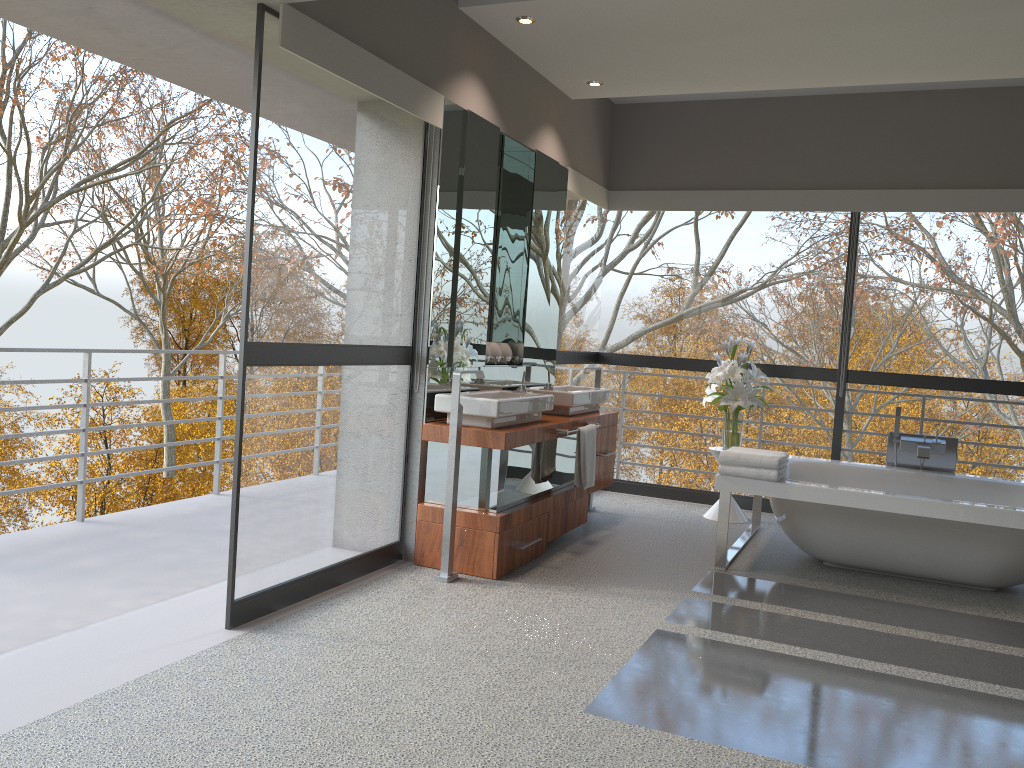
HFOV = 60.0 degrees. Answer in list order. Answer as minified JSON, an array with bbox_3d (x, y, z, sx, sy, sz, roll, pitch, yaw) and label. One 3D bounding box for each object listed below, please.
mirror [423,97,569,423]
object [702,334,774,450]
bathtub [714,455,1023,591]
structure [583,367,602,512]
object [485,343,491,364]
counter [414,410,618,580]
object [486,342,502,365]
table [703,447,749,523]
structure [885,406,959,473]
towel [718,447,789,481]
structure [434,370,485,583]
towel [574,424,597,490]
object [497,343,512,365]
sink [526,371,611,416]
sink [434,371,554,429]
[{"bbox_3d":[-0.125,-0.633,5.253,0.253,1.617,1.790,5,3,23],"label":"mirror"},{"bbox_3d":[1.524,0.058,6.107,0.459,0.795,0.450,2,4,-39],"label":"object"},{"bbox_3d":[2.222,0.794,4.942,1.959,0.504,1.328,5,3,23],"label":"bathtub"},{"bbox_3d":[0.519,0.381,6.010,0.069,0.988,0.303,5,3,23],"label":"structure"},{"bbox_3d":[-0.189,-0.179,5.153,0.136,0.130,0.136,2,3,-24],"label":"object"},{"bbox_3d":[0.146,0.545,5.129,0.525,0.704,1.848,5,3,23],"label":"counter"},{"bbox_3d":[-0.128,-0.183,5.294,0.136,0.130,0.136,2,3,-24],"label":"object"},{"bbox_3d":[1.497,0.694,6.136,0.307,0.478,0.308,4,3,7],"label":"table"},{"bbox_3d":[2.515,0.598,5.471,0.402,0.884,0.330,5,3,23],"label":"structure"},{"bbox_3d":[1.300,0.433,4.753,0.322,0.145,0.305,5,3,26],"label":"towel"},{"bbox_3d":[-0.241,0.428,4.259,0.069,0.988,0.303,5,3,23],"label":"structure"},{"bbox_3d":[0.433,0.420,5.084,0.079,0.368,0.302,5,3,24],"label":"towel"},{"bbox_3d":[-0.065,-0.187,5.438,0.136,0.130,0.136,2,3,-24],"label":"object"},{"bbox_3d":[0.349,0.044,5.629,0.352,0.266,0.750,5,3,23],"label":"sink"},{"bbox_3d":[-0.074,0.070,4.655,0.352,0.266,0.750,5,3,23],"label":"sink"}]
